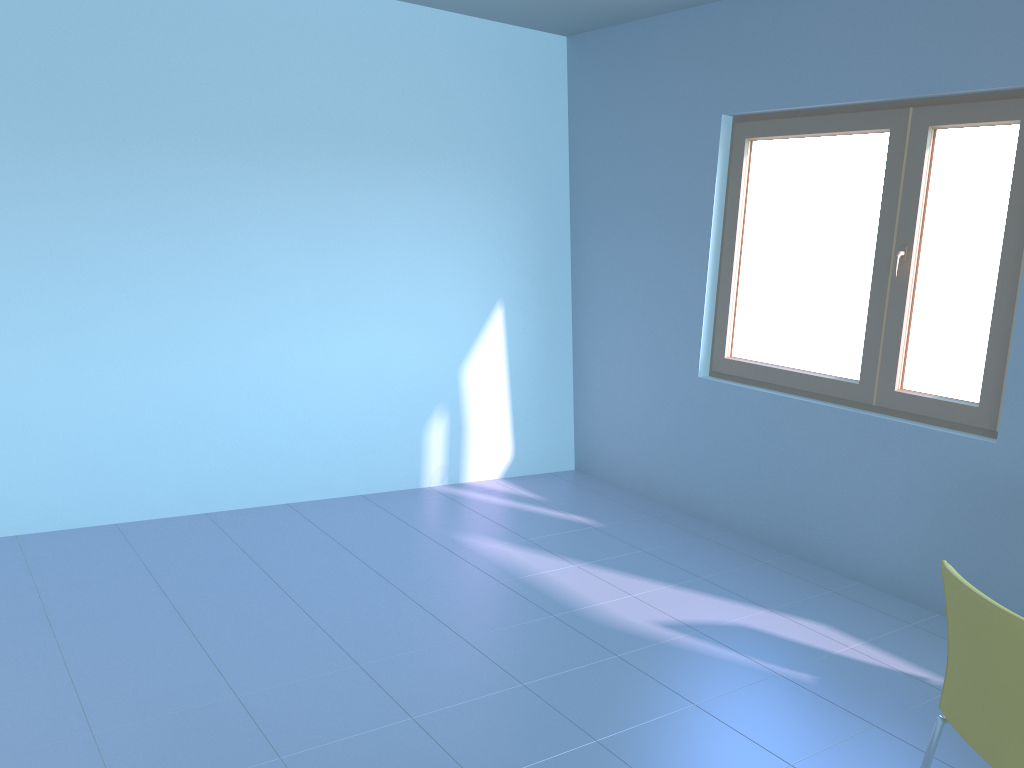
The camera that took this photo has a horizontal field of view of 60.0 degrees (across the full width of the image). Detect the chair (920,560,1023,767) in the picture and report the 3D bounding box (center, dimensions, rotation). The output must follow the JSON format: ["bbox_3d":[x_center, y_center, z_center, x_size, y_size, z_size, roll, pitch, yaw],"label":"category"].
[{"bbox_3d":[1.185,0.780,1.919,0.484,0.695,0.387,2,10,-4],"label":"chair"}]

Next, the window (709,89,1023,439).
[{"bbox_3d":[1.443,-0.535,3.767,0.142,1.263,1.475,-4,12,-35],"label":"window"}]
